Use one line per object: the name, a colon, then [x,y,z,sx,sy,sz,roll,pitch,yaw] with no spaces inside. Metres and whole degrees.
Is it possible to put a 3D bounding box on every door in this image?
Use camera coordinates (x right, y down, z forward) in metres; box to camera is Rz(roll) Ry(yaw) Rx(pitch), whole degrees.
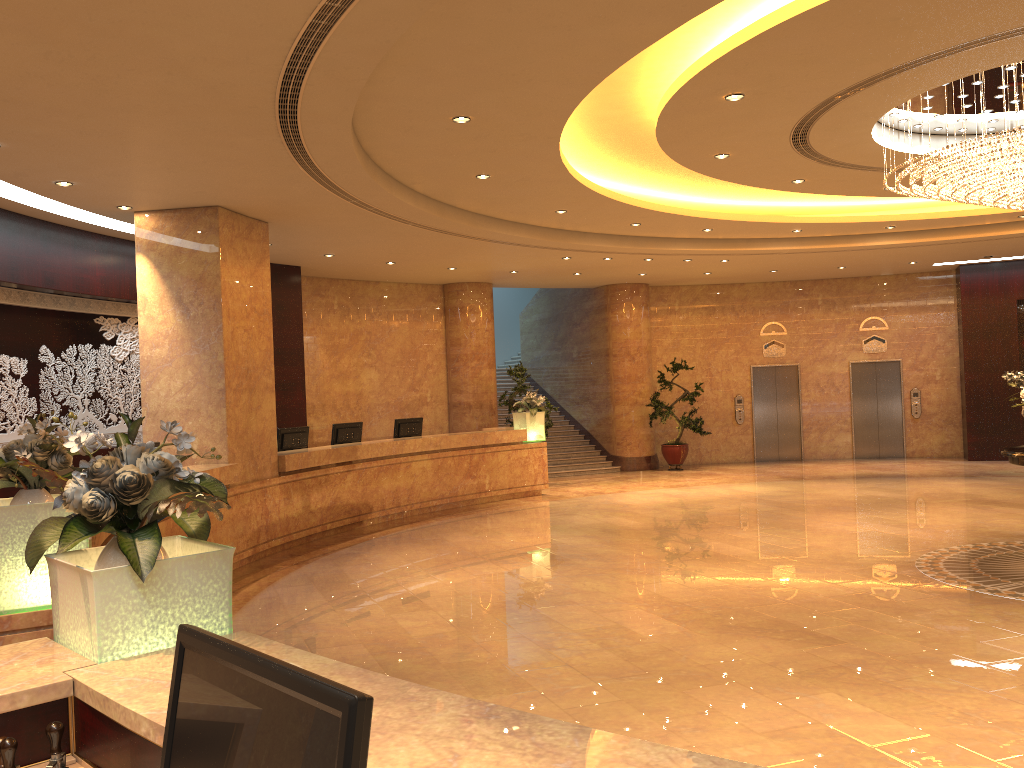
door: [5.868,0.639,19.675,1.070,2.145,0.150,-2,0,4]
door: [7.966,0.552,19.350,1.070,2.149,0.150,-2,0,14]

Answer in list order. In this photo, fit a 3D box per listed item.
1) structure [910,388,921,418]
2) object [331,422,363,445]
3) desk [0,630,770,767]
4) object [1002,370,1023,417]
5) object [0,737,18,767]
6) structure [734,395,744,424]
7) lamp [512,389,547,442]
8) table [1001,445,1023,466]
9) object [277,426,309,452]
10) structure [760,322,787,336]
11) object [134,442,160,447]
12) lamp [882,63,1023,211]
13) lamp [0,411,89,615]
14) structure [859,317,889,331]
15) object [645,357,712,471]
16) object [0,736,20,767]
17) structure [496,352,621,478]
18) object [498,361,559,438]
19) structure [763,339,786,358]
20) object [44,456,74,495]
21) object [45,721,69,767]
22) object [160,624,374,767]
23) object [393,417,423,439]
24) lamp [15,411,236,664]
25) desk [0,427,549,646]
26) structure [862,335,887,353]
structure: [8.686,0.413,19.066,0.200,0.661,0.053,-2,0,18]
object: [-2.416,0.817,12.986,0.531,0.500,0.430,-2,0,-19]
desk: [0.436,1.251,1.040,5.227,1.155,1.570,-3,0,33]
object: [5.162,0.081,7.873,1.318,0.999,1.277,-2,0,9]
object: [-1.112,0.871,1.963,0.048,0.175,0.088,-3,0,30]
structure: [5.041,0.567,19.637,0.200,0.661,0.053,-2,0,0]
lamp: [0.334,0.537,15.340,0.606,0.897,0.532,-2,0,-42]
table: [5.226,1.122,7.896,1.493,1.089,1.493,-2,0,-28]
object: [-2.961,0.834,11.967,0.531,0.500,0.430,-2,0,-25]
structure: [5.790,-1.233,19.643,0.600,0.293,0.010,-2,0,3]
object: [-3.720,0.848,8.928,0.430,0.500,0.531,-3,0,41]
lamp: [5.067,-2.163,7.967,3.204,1.196,3.206,-2,0,16]
lamp: [-2.312,0.597,4.279,0.542,0.925,0.577,-2,0,-19]
structure: [7.876,-1.321,19.311,0.600,0.293,0.010,-2,0,14]
object: [3.427,0.624,18.496,1.250,2.363,0.843,-2,0,0]
object: [-1.165,0.885,2.031,0.048,0.153,0.088,-2,0,14]
structure: [-0.270,-0.808,21.478,9.849,5.560,7.472,-2,0,-21]
object: [0.223,0.747,16.778,0.843,2.363,1.250,-2,0,-41]
structure: [5.808,-0.787,19.642,0.504,0.405,0.012,-2,0,3]
object: [-3.622,0.832,7.010,0.430,0.500,0.531,-3,0,29]
object: [-1.093,0.870,2.033,0.153,0.175,0.084,-2,0,-27]
object: [-0.266,0.675,1.314,0.397,0.500,0.918,-2,0,-39]
object: [-1.644,0.791,14.054,0.531,0.500,0.430,-2,0,-14]
lamp: [-1.126,0.537,2.611,0.580,0.923,0.570,-2,0,-25]
desk: [-2.361,1.420,10.117,3.466,1.155,12.951,-2,0,13]
structure: [7.896,-0.875,19.309,0.504,0.405,0.012,-2,0,14]
